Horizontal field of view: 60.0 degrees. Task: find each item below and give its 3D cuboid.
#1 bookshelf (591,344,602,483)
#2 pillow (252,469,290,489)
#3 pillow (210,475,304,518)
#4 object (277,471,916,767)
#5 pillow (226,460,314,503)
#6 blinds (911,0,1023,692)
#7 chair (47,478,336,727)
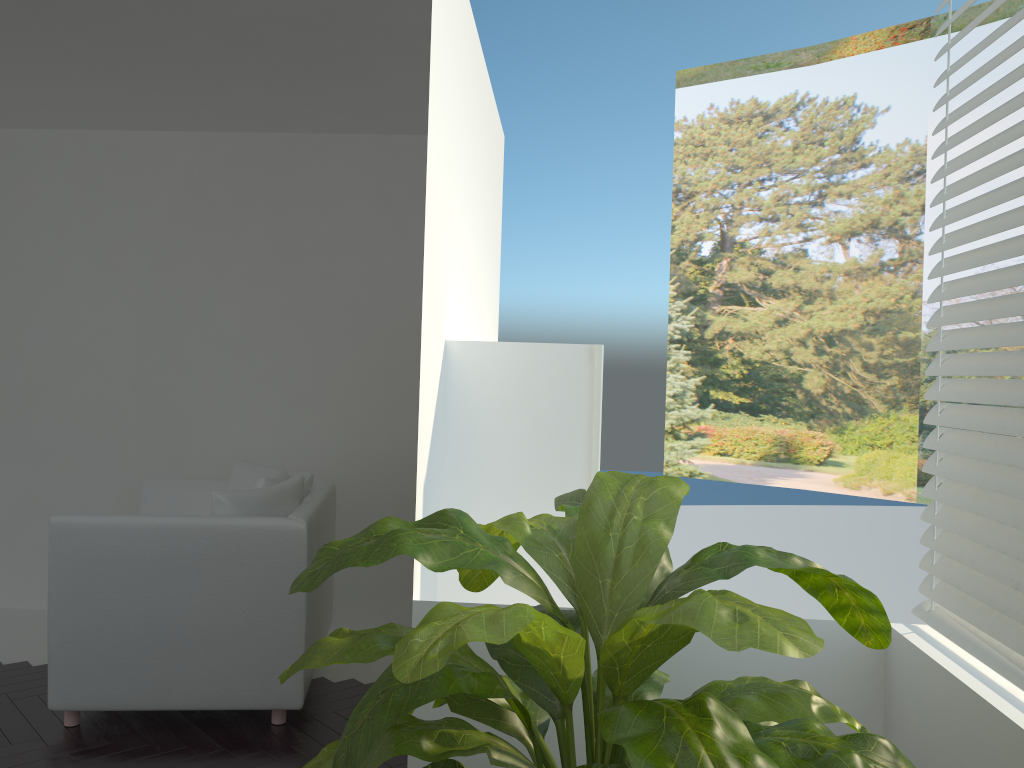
[{"bbox_3d":[0.063,0.559,3.734,0.501,1.496,2.100,2,0,3],"label":"bookshelf"},{"bbox_3d":[-1.105,0.611,3.881,0.255,0.467,0.532,2,0,-6],"label":"pillow"},{"bbox_3d":[-1.047,0.616,3.575,0.257,0.473,0.465,2,0,31],"label":"pillow"},{"bbox_3d":[0.146,0.769,1.475,1.026,1.198,1.121,2,0,-18],"label":"object"},{"bbox_3d":[-1.166,0.631,4.191,0.497,0.504,0.235,2,0,24],"label":"pillow"},{"bbox_3d":[0.898,-1.532,0.202,1.220,4.265,3.917,2,0,22],"label":"blinds"},{"bbox_3d":[-1.300,0.884,3.836,0.944,0.816,1.155,2,0,-6],"label":"chair"}]
